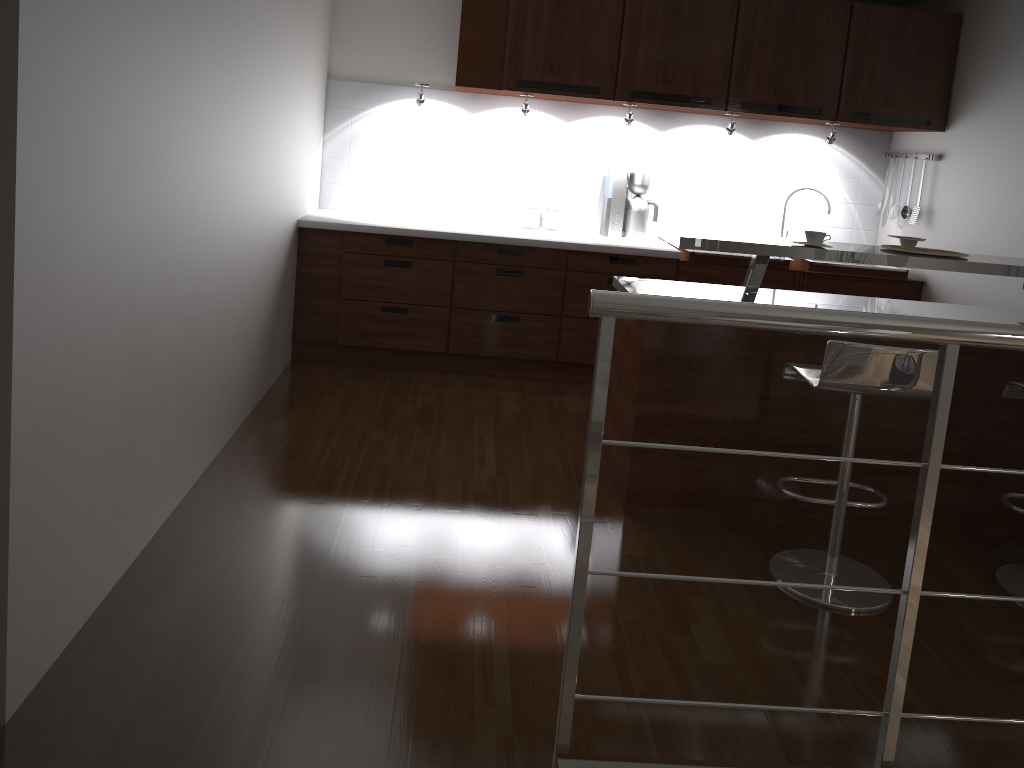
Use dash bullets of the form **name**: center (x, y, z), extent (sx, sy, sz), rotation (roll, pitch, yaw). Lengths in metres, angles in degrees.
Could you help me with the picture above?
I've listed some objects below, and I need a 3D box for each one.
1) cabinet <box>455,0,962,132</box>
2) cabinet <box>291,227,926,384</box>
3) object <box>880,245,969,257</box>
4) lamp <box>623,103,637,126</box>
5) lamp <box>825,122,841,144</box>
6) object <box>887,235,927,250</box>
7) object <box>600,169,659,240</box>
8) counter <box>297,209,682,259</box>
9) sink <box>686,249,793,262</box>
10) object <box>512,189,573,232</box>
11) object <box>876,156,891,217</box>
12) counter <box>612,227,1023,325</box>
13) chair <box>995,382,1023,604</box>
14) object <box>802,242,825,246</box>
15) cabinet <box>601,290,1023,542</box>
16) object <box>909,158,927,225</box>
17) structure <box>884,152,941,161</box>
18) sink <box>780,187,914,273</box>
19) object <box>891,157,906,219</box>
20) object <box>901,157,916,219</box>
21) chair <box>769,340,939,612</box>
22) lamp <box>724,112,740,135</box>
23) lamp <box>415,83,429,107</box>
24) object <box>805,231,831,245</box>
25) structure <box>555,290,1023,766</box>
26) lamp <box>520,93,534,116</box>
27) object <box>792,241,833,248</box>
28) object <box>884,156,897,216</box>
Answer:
- **cabinet**: center (1.061, -1.893, 5.038), extent (2.714, 0.622, 0.670), rotation (4, 12, -3)
- **cabinet**: center (0.537, -0.462, 5.189), extent (3.498, 0.782, 0.700), rotation (4, 11, -3)
- **object**: center (1.490, -0.479, 3.162), extent (0.309, 0.010, 0.225), rotation (5, 16, -1)
- **lamp**: center (0.654, -1.504, 4.889), extent (0.081, 0.121, 0.081), rotation (12, 12, 35)
- **lamp**: center (1.808, -1.417, 4.953), extent (0.081, 0.121, 0.081), rotation (12, 12, 35)
- **object**: center (1.431, -0.503, 3.147), extent (0.140, 0.040, 0.133), rotation (5, 15, -2)
- **object**: center (0.726, -1.085, 5.294), extent (0.329, 0.396, 0.167), rotation (5, 9, -3)
- **counter**: center (-0.126, -0.883, 5.103), extent (2.099, 0.039, 0.702), rotation (4, 16, -3)
- **sink**: center (1.268, -0.734, 5.200), extent (0.599, 0.195, 0.619), rotation (4, 15, -3)
- **object**: center (0.184, -1.060, 5.320), extent (0.369, 0.235, 0.160), rotation (5, 10, -3)
- **object**: center (2.282, -1.215, 5.384), extent (0.033, 0.373, 0.066), rotation (5, 8, -4)
- **counter**: center (1.515, -0.387, 3.435), extent (2.099, 0.310, 0.865), rotation (4, 15, -3)
- **chair**: center (1.875, 0.302, 2.865), extent (0.387, 0.828, 0.437), rotation (4, 9, -8)
- **object**: center (1.047, -0.486, 3.044), extent (0.077, 0.002, 0.079), rotation (-8, 20, -38)
- **cabinet**: center (1.353, 0.102, 3.567), extent (1.845, 0.734, 0.651), rotation (4, 11, -3)
- **object**: center (2.305, -1.093, 4.963), extent (0.024, 0.373, 0.073), rotation (5, 8, -4)
- **structure**: center (2.347, -1.340, 5.150), extent (0.048, 0.033, 0.616), rotation (4, 16, -4)
- **sink**: center (1.938, -0.868, 5.213), extent (0.671, 0.565, 0.618), rotation (5, 12, -3)
- **object**: center (2.297, -1.163, 5.197), extent (0.020, 0.369, 0.109), rotation (5, 8, -4)
- **object**: center (2.322, -1.135, 5.086), extent (0.043, 0.356, 0.093), rotation (5, 8, -4)
- **chair**: center (1.084, 0.242, 2.821), extent (0.388, 0.828, 0.436), rotation (5, 9, 1)
- **lamp**: center (1.231, -1.461, 4.921), extent (0.081, 0.121, 0.081), rotation (12, 12, 35)
- **lamp**: center (-0.500, -1.592, 4.825), extent (0.081, 0.121, 0.081), rotation (12, 12, 35)
- **object**: center (1.054, -0.504, 3.037), extent (0.081, 0.044, 0.068), rotation (17, 18, 39)
- **structure**: center (1.276, 0.395, 1.990), extent (2.320, 1.029, 0.058), rotation (4, 7, -3)
- **lamp**: center (0.077, -1.548, 4.857), extent (0.081, 0.121, 0.081), rotation (12, 12, 35)
- **object**: center (1.036, -0.485, 3.043), extent (0.129, 0.008, 0.144), rotation (5, 16, -1)
- **object**: center (2.298, -1.197, 5.316), extent (0.008, 0.369, 0.034), rotation (5, 7, -4)
